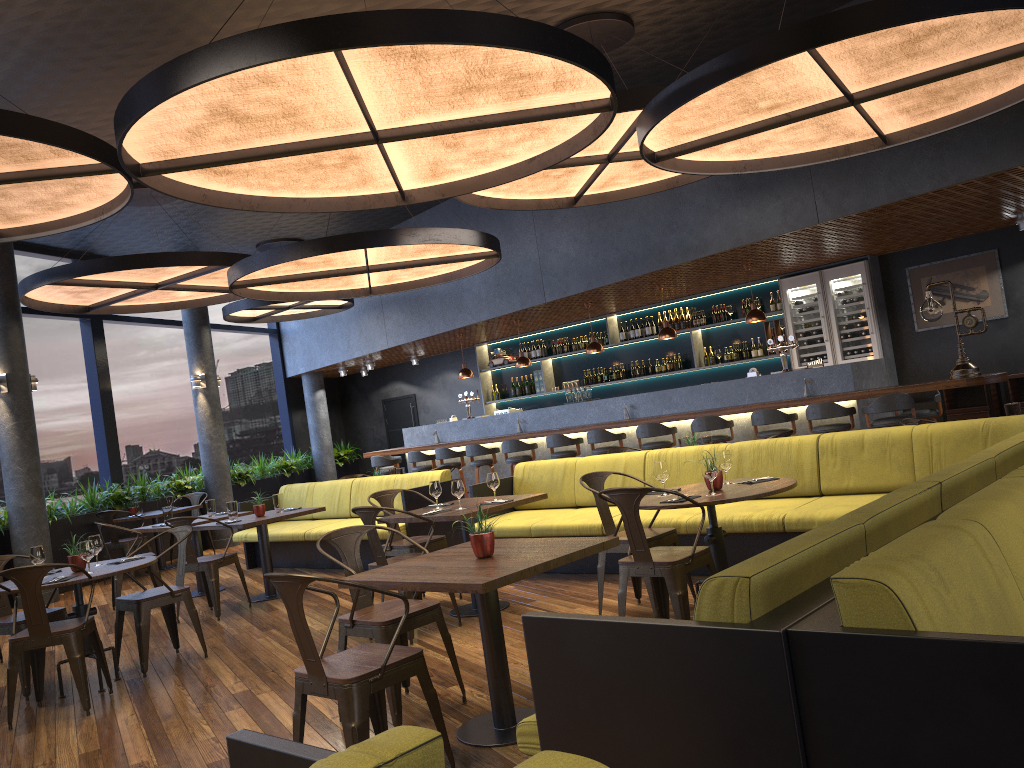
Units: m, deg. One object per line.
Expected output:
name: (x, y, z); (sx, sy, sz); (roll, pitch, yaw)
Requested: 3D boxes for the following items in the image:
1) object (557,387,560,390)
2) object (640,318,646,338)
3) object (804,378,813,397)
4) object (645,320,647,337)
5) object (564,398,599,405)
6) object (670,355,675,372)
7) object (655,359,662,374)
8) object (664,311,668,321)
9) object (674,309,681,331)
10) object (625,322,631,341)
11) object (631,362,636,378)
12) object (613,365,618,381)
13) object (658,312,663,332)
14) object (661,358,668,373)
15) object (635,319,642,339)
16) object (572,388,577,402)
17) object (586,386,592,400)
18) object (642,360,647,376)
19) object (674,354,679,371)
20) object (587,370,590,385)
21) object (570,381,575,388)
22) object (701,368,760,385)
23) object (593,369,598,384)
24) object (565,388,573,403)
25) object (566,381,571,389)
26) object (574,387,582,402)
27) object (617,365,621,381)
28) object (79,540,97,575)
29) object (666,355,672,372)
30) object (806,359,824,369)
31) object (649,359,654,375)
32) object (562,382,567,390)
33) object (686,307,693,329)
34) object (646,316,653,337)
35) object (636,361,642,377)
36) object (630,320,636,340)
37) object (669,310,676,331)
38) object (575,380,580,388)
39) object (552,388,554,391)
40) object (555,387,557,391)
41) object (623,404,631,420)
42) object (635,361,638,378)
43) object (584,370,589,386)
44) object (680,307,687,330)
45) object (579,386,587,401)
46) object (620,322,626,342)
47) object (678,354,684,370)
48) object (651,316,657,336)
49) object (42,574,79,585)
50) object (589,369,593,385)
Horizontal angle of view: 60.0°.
object: (0.768, 0.077, 14.706); (0.042, 0.059, 0.042); (-8, -2, 4)
object: (2.003, -0.853, 13.595); (0.085, 0.310, 0.086); (-7, -2, -37)
object: (3.221, 0.036, 9.680); (0.114, 0.203, 0.069); (-8, -2, -13)
object: (2.075, -0.866, 13.535); (0.085, 0.310, 0.086); (-8, -2, -21)
object: (0.945, 0.242, 12.127); (0.437, 0.019, 0.273); (-10, -3, 42)
object: (2.393, -0.307, 13.252); (0.063, 0.254, 0.063); (-8, -2, -20)
object: (2.205, -0.261, 13.376); (0.088, 0.224, 0.088); (-9, -2, 12)
object: (2.290, -0.920, 13.190); (0.084, 0.330, 0.084); (-7, -3, -41)
object: (2.430, -0.945, 13.056); (0.084, 0.330, 0.084); (-7, -3, -41)
object: (1.791, -0.816, 13.787); (0.085, 0.310, 0.086); (-7, -2, -33)
object: (1.863, -0.217, 13.645); (0.063, 0.254, 0.063); (-9, -2, 14)
object: (1.617, -0.171, 13.921); (0.063, 0.254, 0.063); (-7, -2, -30)
object: (2.221, -0.907, 13.252); (0.084, 0.330, 0.084); (-7, -3, -41)
object: (2.284, -0.275, 13.304); (0.088, 0.224, 0.088); (-7, -2, -33)
object: (1.919, -0.843, 13.544); (0.085, 0.310, 0.086); (-8, -2, -21)
object: (0.871, 0.161, 12.230); (0.105, 0.209, 0.105); (-8, -2, -13)
object: (1.040, 0.131, 12.079); (0.105, 0.209, 0.105); (-8, -2, -13)
object: (2.030, -0.241, 13.641); (0.063, 0.254, 0.063); (-9, -2, 14)
object: (2.427, -0.317, 13.123); (0.063, 0.254, 0.063); (-7, -3, -41)
object: (1.243, -0.102, 14.364); (0.063, 0.254, 0.063); (-10, -2, 34)
object: (0.997, 0.006, 14.517); (0.084, 0.119, 0.084); (-8, -2, -3)
object: (2.556, -0.091, 10.543); (0.766, 0.106, 0.200); (-10, -3, 42)
object: (1.333, -0.118, 14.281); (0.063, 0.254, 0.063); (-8, -2, -1)
object: (0.790, 0.170, 12.158); (0.105, 0.209, 0.105); (-8, -2, -13)
object: (0.934, 0.017, 14.575); (0.084, 0.119, 0.084); (-8, -2, -3)
object: (0.910, 0.151, 12.113); (0.105, 0.209, 0.105); (-8, -2, -13)
object: (1.677, -0.178, 13.976); (0.063, 0.254, 0.063); (-8, -2, -15)
object: (-2.697, 1.102, 5.638); (0.097, 0.206, 0.097); (-7, -3, -41)
object: (2.329, -0.301, 13.180); (0.063, 0.254, 0.063); (-10, -2, 35)
object: (3.345, -0.225, 9.790); (0.177, 0.091, 0.091); (-9, -2, 17)
object: (2.122, -0.257, 13.567); (0.063, 0.254, 0.063); (-8, -2, 0)
object: (0.872, 0.028, 14.632); (0.084, 0.119, 0.084); (-8, -2, -3)
object: (2.604, -0.970, 13.067); (0.084, 0.330, 0.084); (-7, -3, -41)
object: (2.062, -0.868, 13.415); (0.085, 0.310, 0.086); (-8, -2, -14)
object: (1.936, -0.230, 13.577); (0.063, 0.254, 0.063); (-8, -2, -11)
object: (1.853, -0.831, 13.608); (0.085, 0.310, 0.086); (-8, -2, -14)
object: (2.358, -0.932, 13.127); (0.084, 0.330, 0.084); (-7, -3, -41)
object: (1.061, -0.005, 14.458); (0.084, 0.119, 0.084); (-8, -2, -3)
object: (0.681, 0.092, 14.784); (0.042, 0.059, 0.042); (-8, -2, 4)
object: (0.726, 0.082, 14.694); (0.042, 0.059, 0.042); (-8, -2, 4)
object: (1.459, 0.349, 11.291); (0.114, 0.203, 0.069); (-9, -2, 31)
object: (1.938, -0.225, 13.725); (0.063, 0.254, 0.063); (-9, -2, 29)
object: (1.185, -0.096, 14.284); (0.063, 0.254, 0.063); (-9, -2, 14)
object: (2.502, -0.957, 12.993); (0.084, 0.330, 0.084); (-7, -3, -41)
object: (0.968, 0.138, 11.989); (0.105, 0.209, 0.105); (-8, -2, -13)
object: (1.707, -0.805, 13.736); (0.085, 0.310, 0.086); (-8, -2, -21)
object: (2.505, -0.326, 13.196); (0.063, 0.254, 0.063); (-9, -2, 14)
object: (2.143, -0.878, 13.470); (0.085, 0.310, 0.086); (-8, -2, -7)
object: (-2.804, 1.208, 5.509); (0.157, 0.019, 0.255); (-8, -2, -5)
object: (1.259, -0.109, 14.216); (0.063, 0.254, 0.063); (-9, -2, 29)
